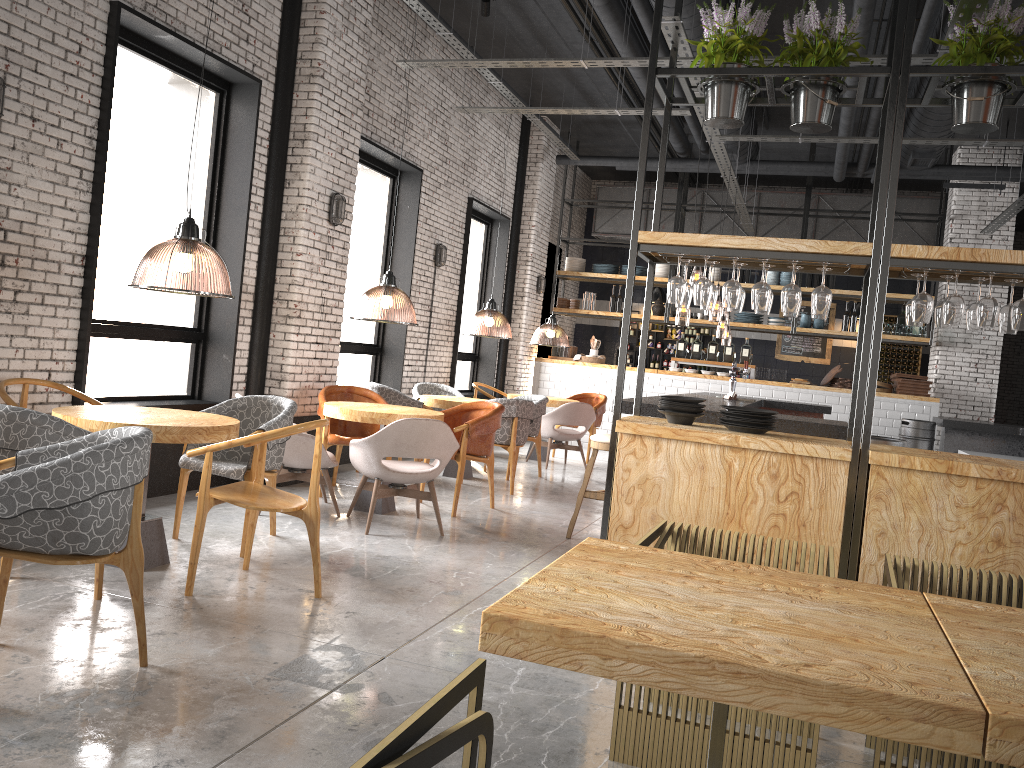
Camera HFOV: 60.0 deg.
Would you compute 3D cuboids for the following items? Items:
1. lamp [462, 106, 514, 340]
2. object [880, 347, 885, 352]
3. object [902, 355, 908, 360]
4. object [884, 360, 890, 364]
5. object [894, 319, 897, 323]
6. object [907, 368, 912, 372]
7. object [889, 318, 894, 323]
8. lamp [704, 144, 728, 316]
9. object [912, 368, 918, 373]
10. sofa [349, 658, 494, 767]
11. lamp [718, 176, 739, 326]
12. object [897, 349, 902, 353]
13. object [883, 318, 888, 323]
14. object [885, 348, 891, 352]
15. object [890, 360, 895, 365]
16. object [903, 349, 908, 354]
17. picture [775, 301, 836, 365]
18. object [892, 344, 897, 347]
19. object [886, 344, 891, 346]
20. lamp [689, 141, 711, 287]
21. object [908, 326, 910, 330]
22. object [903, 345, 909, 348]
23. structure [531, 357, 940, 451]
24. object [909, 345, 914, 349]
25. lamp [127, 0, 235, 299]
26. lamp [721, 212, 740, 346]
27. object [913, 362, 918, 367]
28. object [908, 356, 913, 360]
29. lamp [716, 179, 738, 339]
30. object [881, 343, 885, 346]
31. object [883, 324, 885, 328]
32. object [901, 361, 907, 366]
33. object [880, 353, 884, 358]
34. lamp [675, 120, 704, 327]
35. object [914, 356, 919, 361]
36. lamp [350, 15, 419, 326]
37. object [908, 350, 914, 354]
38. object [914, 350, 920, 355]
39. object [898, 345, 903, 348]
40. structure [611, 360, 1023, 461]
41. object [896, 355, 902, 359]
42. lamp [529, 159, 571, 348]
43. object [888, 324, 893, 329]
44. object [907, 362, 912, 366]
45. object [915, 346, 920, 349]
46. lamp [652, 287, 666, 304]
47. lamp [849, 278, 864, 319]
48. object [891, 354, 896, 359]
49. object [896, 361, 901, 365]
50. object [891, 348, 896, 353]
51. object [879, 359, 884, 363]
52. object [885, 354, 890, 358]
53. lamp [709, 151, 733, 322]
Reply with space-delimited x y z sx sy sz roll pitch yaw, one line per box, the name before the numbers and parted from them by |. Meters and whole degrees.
lamp | -0.129 -1.682 9.179 0.536 2.405 0.537 5 1 -30
object | 6.574 -0.613 15.733 0.079 0.079 0.283 6 2 18
object | 6.914 -0.468 15.596 0.079 0.079 0.283 6 2 18
object | 6.635 -0.394 15.684 0.079 0.079 0.283 6 2 18
object | 6.805 -1.116 15.666 0.079 0.079 0.283 6 2 18
object | 6.993 -0.249 15.602 0.079 0.079 0.283 6 2 18
object | 6.722 -1.126 15.714 0.079 0.079 0.283 6 2 18
lamp | 1.910 -1.423 8.200 0.108 1.598 0.108 5 1 -40
object | 7.071 -0.239 15.539 0.079 0.079 0.283 6 2 18
sofa | 0.648 1.000 1.173 1.807 0.730 0.640 6 1 18
lamp | 2.338 -1.424 9.481 0.108 1.598 0.108 5 1 -40
object | 6.846 -0.583 15.658 0.079 0.079 0.283 6 2 18
object | 6.627 -1.136 15.725 0.079 0.079 0.283 6 2 18
object | 6.669 -0.603 15.722 0.079 0.079 0.283 6 2 18
object | 6.725 -0.384 15.658 0.079 0.079 0.283 6 2 18
object | 6.930 -0.573 15.613 0.079 0.079 0.283 6 2 18
picture | 5.430 -0.966 16.419 0.981 1.142 0.020 6 1 18
object | 6.757 -0.697 15.653 0.079 0.079 0.283 6 2 18
object | 6.674 -0.707 15.701 0.079 0.079 0.283 6 2 18
lamp | 1.541 -1.522 7.063 0.108 1.598 0.108 5 1 -40
object | 6.973 -0.991 15.607 0.079 0.079 0.283 6 2 18
object | 6.947 -0.677 15.630 0.079 0.079 0.283 6 2 18
structure | 3.265 0.557 13.709 5.804 1.345 1.510 6 2 18
object | 7.035 -0.667 15.596 0.079 0.079 0.283 6 2 18
lamp | -1.629 -1.680 4.687 0.536 2.405 0.537 5 1 -30
lamp | 2.505 -1.226 10.043 0.108 1.598 0.108 5 1 -40
object | 7.087 -0.344 15.556 0.079 0.079 0.283 6 2 18
object | 7.009 -0.458 15.585 0.079 0.079 0.283 6 2 18
lamp | 2.170 -1.249 8.846 0.108 1.598 0.108 6 1 0
object | 6.590 -0.717 15.746 0.079 0.079 0.283 6 2 18
object | 6.610 -1.031 15.709 0.079 0.079 0.283 6 2 18
object | 6.902 -0.364 15.594 0.079 0.079 0.283 6 2 18
object | 6.557 -0.508 15.716 0.079 0.079 0.283 6 2 18
lamp | 1.340 -1.225 6.555 0.108 1.598 0.108 5 1 -40
object | 7.104 -0.448 15.573 0.079 0.079 0.283 6 2 18
lamp | -0.879 -1.681 6.933 0.536 2.405 0.537 5 1 -30
object | 7.024 -0.563 15.598 0.079 0.079 0.283 6 2 18
object | 7.108 -0.553 15.553 0.079 0.079 0.283 6 2 18
object | 6.852 -0.687 15.641 0.079 0.079 0.283 6 2 18
structure | 3.607 0.679 8.217 4.313 1.533 5.875 6 2 18
object | 6.831 -0.478 15.644 0.079 0.079 0.283 6 2 18
lamp | 0.605 -1.683 11.377 0.536 2.405 0.537 5 1 -30
object | 6.705 -1.021 15.697 0.079 0.079 0.283 6 2 18
object | 7.003 -0.354 15.601 0.079 0.079 0.283 6 2 18
object | 7.116 -0.657 15.543 0.079 0.079 0.283 6 2 18
lamp | 2.813 -2.030 17.008 0.391 0.937 0.390 6 1 21
lamp | 6.242 -1.644 15.820 0.391 0.937 0.390 6 1 21
object | 6.734 -0.488 15.652 0.079 0.079 0.283 6 2 18
object | 6.825 -0.374 15.660 0.079 0.079 0.283 6 2 18
object | 6.757 -0.593 15.687 0.079 0.079 0.283 6 2 18
object | 6.558 -0.404 15.750 0.079 0.079 0.283 6 2 18
object | 6.653 -0.498 15.704 0.079 0.079 0.283 6 2 18
lamp | 1.808 -1.261 7.576 0.108 1.461 0.108 6 1 -10
